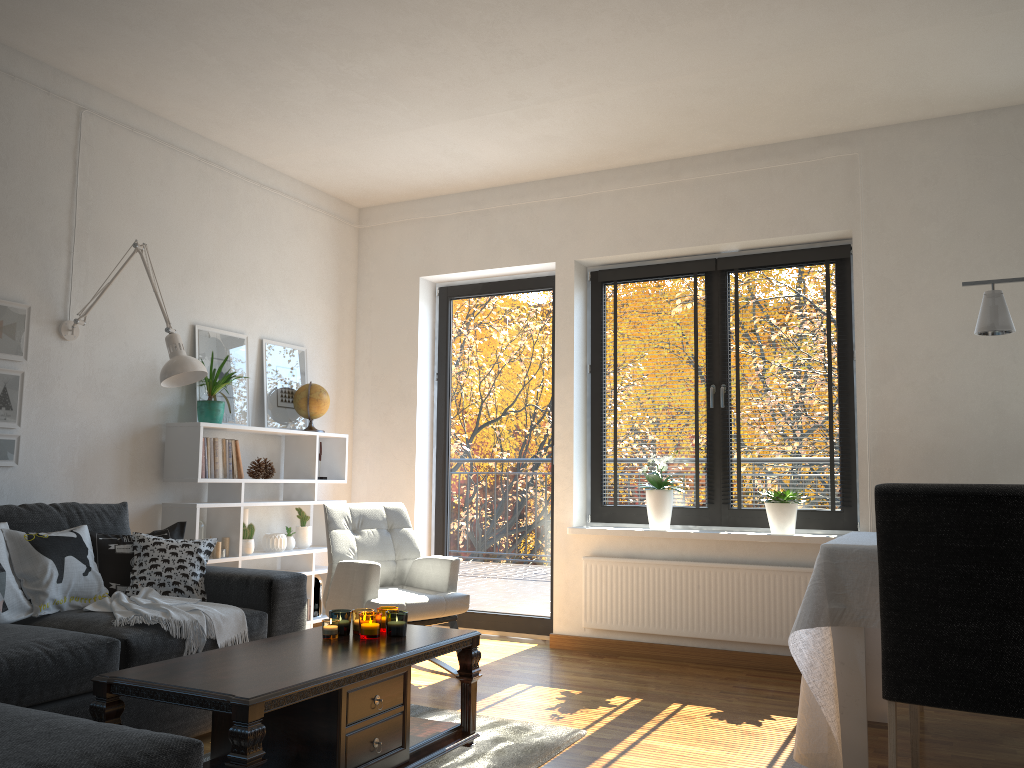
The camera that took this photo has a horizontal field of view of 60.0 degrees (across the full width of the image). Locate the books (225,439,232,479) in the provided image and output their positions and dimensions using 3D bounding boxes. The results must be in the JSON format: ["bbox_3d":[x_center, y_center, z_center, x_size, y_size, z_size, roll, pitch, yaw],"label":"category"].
[{"bbox_3d":[-1.520,0.392,4.630,0.133,0.208,0.044,-2,-6,27],"label":"books"}]

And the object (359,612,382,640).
[{"bbox_3d":[-0.481,0.820,3.008,0.079,0.081,0.079,-2,-6,22],"label":"object"}]

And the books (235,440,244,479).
[{"bbox_3d":[-1.486,0.399,4.690,0.132,0.204,0.070,-2,-6,27],"label":"books"}]

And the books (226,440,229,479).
[{"bbox_3d":[-1.529,0.392,4.610,0.131,0.204,0.035,-2,-6,27],"label":"books"}]

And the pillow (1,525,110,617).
[{"bbox_3d":[-1.728,0.710,3.396,0.266,0.317,0.382,-2,-7,27],"label":"pillow"}]

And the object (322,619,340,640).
[{"bbox_3d":[-0.612,0.826,2.990,0.060,0.061,0.060,-3,-7,32],"label":"object"}]

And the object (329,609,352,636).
[{"bbox_3d":[-0.594,0.825,3.065,0.079,0.081,0.079,-2,-6,22],"label":"object"}]

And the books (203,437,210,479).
[{"bbox_3d":[-1.584,0.376,4.496,0.129,0.209,0.035,-2,-6,27],"label":"books"}]

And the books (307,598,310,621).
[{"bbox_3d":[-1.235,1.287,5.080,0.183,0.124,0.013,-2,-6,27],"label":"books"}]

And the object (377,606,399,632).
[{"bbox_3d":[-0.442,0.836,3.151,0.079,0.081,0.079,-2,-6,22],"label":"object"}]

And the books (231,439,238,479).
[{"bbox_3d":[-1.503,0.395,4.663,0.128,0.211,0.061,-2,-6,28],"label":"books"}]

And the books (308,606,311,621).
[{"bbox_3d":[-1.218,1.309,5.085,0.151,0.084,0.016,-2,-6,27],"label":"books"}]

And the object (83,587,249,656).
[{"bbox_3d":[-1.352,0.889,3.275,0.606,0.212,0.489,-2,-7,23],"label":"object"}]

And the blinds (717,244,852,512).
[{"bbox_3d":[1.487,-0.026,4.836,0.711,1.420,0.049,-2,-6,27],"label":"blinds"}]

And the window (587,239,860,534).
[{"bbox_3d":[7.002,3.392,14.986,21.841,18.345,12.984,5,-7,-33],"label":"window"}]

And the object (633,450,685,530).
[{"bbox_3d":[0.820,0.586,4.914,0.286,0.443,0.340,-1,-6,15],"label":"object"}]

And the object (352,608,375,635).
[{"bbox_3d":[-0.519,0.828,3.088,0.079,0.081,0.079,-2,-6,22],"label":"object"}]

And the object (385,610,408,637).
[{"bbox_3d":[-0.398,0.826,3.056,0.079,0.081,0.079,-2,-6,22],"label":"object"}]

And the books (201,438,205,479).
[{"bbox_3d":[-1.601,0.373,4.461,0.129,0.205,0.043,-2,-6,27],"label":"books"}]

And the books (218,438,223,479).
[{"bbox_3d":[-1.551,0.385,4.566,0.135,0.208,0.048,-2,-6,27],"label":"books"}]

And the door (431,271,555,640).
[{"bbox_3d":[-0.085,0.433,5.628,0.976,2.271,0.120,-2,-6,27],"label":"door"}]

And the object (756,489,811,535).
[{"bbox_3d":[1.424,0.668,4.659,0.267,0.237,0.284,0,-6,8],"label":"object"}]

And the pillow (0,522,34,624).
[{"bbox_3d":[-1.889,0.679,3.092,0.285,0.368,0.437,-2,-7,27],"label":"pillow"}]

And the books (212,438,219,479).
[{"bbox_3d":[-1.559,0.380,4.538,0.133,0.210,0.044,-2,-6,27],"label":"books"}]

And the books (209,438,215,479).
[{"bbox_3d":[-1.575,0.379,4.516,0.136,0.208,0.044,-2,-6,27],"label":"books"}]

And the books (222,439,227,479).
[{"bbox_3d":[-1.538,0.387,4.590,0.133,0.209,0.044,-2,-6,26],"label":"books"}]

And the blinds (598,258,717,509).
[{"bbox_3d":[0.842,0.003,5.159,0.711,1.420,0.049,-2,-6,27],"label":"blinds"}]

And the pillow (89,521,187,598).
[{"bbox_3d":[-1.594,0.759,3.713,0.450,0.358,0.234,5,-7,-37],"label":"pillow"}]

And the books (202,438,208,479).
[{"bbox_3d":[-1.593,0.377,4.482,0.136,0.210,0.033,-2,-6,27],"label":"books"}]

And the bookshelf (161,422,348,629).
[{"bbox_3d":[-1.380,0.850,4.891,0.237,1.199,1.191,-2,-6,27],"label":"bookshelf"}]

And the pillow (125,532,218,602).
[{"bbox_3d":[-1.409,0.773,3.681,0.358,0.312,0.170,3,-6,-23],"label":"pillow"}]
